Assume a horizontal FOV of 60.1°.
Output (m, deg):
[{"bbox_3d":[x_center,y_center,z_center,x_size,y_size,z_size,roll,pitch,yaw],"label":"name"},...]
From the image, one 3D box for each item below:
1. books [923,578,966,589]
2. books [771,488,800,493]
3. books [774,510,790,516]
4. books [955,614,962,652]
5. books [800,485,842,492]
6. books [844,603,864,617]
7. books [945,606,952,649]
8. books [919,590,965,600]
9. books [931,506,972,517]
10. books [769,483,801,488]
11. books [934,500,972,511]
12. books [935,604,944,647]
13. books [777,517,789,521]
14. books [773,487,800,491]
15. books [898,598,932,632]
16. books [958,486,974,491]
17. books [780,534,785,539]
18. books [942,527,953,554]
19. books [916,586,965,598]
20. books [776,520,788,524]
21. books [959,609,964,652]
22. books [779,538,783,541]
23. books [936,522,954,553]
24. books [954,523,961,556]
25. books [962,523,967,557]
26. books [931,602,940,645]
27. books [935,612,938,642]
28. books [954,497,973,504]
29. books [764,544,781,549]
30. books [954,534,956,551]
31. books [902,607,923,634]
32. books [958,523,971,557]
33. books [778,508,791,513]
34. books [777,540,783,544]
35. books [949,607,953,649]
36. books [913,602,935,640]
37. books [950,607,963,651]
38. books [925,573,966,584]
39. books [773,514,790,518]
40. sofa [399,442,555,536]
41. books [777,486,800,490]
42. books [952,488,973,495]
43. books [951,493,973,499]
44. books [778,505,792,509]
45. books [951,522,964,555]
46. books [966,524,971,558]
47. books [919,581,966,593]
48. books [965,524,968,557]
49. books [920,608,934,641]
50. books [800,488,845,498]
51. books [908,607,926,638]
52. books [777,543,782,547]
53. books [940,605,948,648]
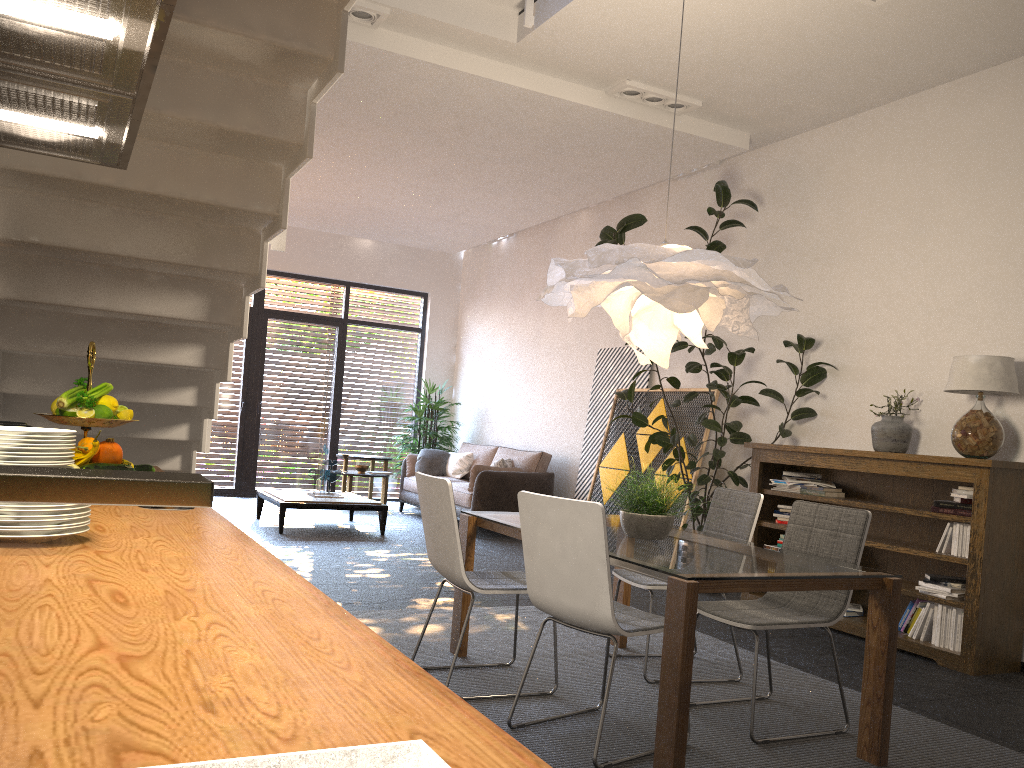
[{"bbox_3d":[2.508,1.147,5.114,0.205,0.022,0.155,2,-4,43],"label":"books"},{"bbox_3d":[2.029,0.758,6.254,0.318,0.011,0.253,2,-3,36],"label":"books"},{"bbox_3d":[2.006,0.923,6.297,0.163,0.023,0.231,6,-3,-26],"label":"books"},{"bbox_3d":[2.558,1.398,4.981,0.155,0.205,0.020,5,0,-27],"label":"books"},{"bbox_3d":[2.115,0.716,6.063,0.167,0.024,0.227,5,-3,-23],"label":"books"},{"bbox_3d":[2.180,1.485,5.841,0.258,0.050,0.271,3,-3,18],"label":"books"},{"bbox_3d":[2.544,1.381,5.046,0.175,0.244,0.019,5,0,-27],"label":"books"},{"bbox_3d":[2.477,1.209,5.091,0.155,0.020,0.205,5,-3,-17],"label":"books"},{"bbox_3d":[2.590,0.731,5.052,0.231,0.034,0.285,6,-3,-35],"label":"books"},{"bbox_3d":[2.028,0.727,6.273,0.318,0.011,0.253,2,-4,45],"label":"books"},{"bbox_3d":[2.252,-2.795,2.573,0.360,6.708,5.401,4,-1,14],"label":"books"},{"bbox_3d":[2.502,1.379,5.071,0.175,0.243,0.024,5,0,-27],"label":"books"},{"bbox_3d":[2.012,0.965,6.287,0.205,0.022,0.155,2,-4,43],"label":"books"},{"bbox_3d":[2.040,0.748,6.249,0.318,0.011,0.253,3,-3,33],"label":"books"},{"bbox_3d":[2.454,1.397,5.361,0.172,0.227,0.164,5,-1,-27],"label":"books"},{"bbox_3d":[2.655,0.597,5.033,0.205,0.022,0.155,7,-4,-42],"label":"books"},{"bbox_3d":[2.041,1.084,6.219,0.245,0.028,0.194,2,-4,43],"label":"books"},{"bbox_3d":[2.539,0.899,5.091,0.120,0.157,0.056,5,0,-27],"label":"books"},{"bbox_3d":[2.480,1.189,5.085,0.175,0.019,0.243,6,-3,-37],"label":"books"},{"bbox_3d":[2.015,0.987,6.289,0.159,0.021,0.224,7,-4,-42],"label":"books"},{"bbox_3d":[2.588,1.381,4.970,0.175,0.243,0.024,5,0,-27],"label":"books"},{"bbox_3d":[2.039,1.105,6.217,0.193,0.014,0.255,7,-4,-39],"label":"books"},{"bbox_3d":[2.530,0.886,5.108,0.135,0.182,0.078,5,0,-27],"label":"books"},{"bbox_3d":[2.567,0.882,5.021,0.136,0.188,0.018,5,0,-27],"label":"books"},{"bbox_3d":[2.600,0.884,5.002,0.135,0.189,0.015,5,0,-27],"label":"books"},{"bbox_3d":[2.507,1.382,5.128,0.175,0.243,0.024,5,0,-27],"label":"books"},{"bbox_3d":[2.499,1.399,5.096,0.155,0.205,0.020,5,0,-27],"label":"books"},{"bbox_3d":[2.635,0.664,5.001,0.225,0.029,0.179,4,-3,15],"label":"books"},{"bbox_3d":[1.952,1.152,6.197,0.219,0.013,0.304,5,-3,-22],"label":"books"},{"bbox_3d":[2.565,0.898,5.040,0.120,0.159,0.016,5,0,-27],"label":"books"},{"bbox_3d":[2.443,1.417,5.278,0.146,0.183,0.147,5,-1,-24],"label":"books"},{"bbox_3d":[2.581,0.883,5.009,0.135,0.189,0.015,5,0,-27],"label":"books"},{"bbox_3d":[2.011,0.900,6.290,0.221,0.023,0.147,4,-3,14],"label":"books"},{"bbox_3d":[2.020,1.123,6.215,0.175,0.023,0.249,7,-4,-41],"label":"books"},{"bbox_3d":[2.558,1.382,5.029,0.175,0.243,0.024,5,0,-27],"label":"books"},{"bbox_3d":[2.454,1.384,5.183,0.175,0.235,0.100,5,0,-27],"label":"books"},{"bbox_3d":[2.548,1.379,5.000,0.175,0.244,0.019,5,0,-27],"label":"books"},{"bbox_3d":[2.515,1.125,5.110,0.221,0.023,0.147,4,-3,14],"label":"books"},{"bbox_3d":[2.010,0.944,6.291,0.175,0.019,0.243,7,-4,-42],"label":"books"},{"bbox_3d":[-0.449,1.152,10.173,0.995,0.919,2.318,5,-2,-27],"label":"sofa"},{"bbox_3d":[2.055,0.738,6.239,0.318,0.011,0.253,3,-3,30],"label":"books"},{"bbox_3d":[2.646,0.619,5.029,0.243,0.024,0.175,3,-3,18],"label":"books"},{"bbox_3d":[2.643,0.640,5.007,0.244,0.019,0.175,4,-3,-2],"label":"books"},{"bbox_3d":[2.019,0.879,6.286,0.155,0.020,0.205,7,-4,-42],"label":"books"},{"bbox_3d":[2.571,0.885,5.066,0.136,0.188,0.018,5,0,-27],"label":"books"},{"bbox_3d":[2.603,0.882,4.966,0.135,0.189,0.015,5,0,-27],"label":"books"},{"bbox_3d":[2.501,1.169,5.096,0.175,0.024,0.243,5,-3,-17],"label":"books"},{"bbox_3d":[2.611,0.884,4.989,0.136,0.188,0.018,5,0,-27],"label":"books"},{"bbox_3d":[2.466,1.400,5.161,0.155,0.203,0.072,5,0,-27],"label":"books"},{"bbox_3d":[2.121,0.745,6.058,0.180,0.034,0.243,6,-3,-24],"label":"books"},{"bbox_3d":[2.436,1.404,5.219,0.155,0.194,0.104,5,0,-27],"label":"books"},{"bbox_3d":[2.018,1.146,6.215,0.249,0.023,0.175,2,-4,44],"label":"books"},{"bbox_3d":[2.519,1.380,5.056,0.175,0.244,0.019,5,0,-27],"label":"books"}]
